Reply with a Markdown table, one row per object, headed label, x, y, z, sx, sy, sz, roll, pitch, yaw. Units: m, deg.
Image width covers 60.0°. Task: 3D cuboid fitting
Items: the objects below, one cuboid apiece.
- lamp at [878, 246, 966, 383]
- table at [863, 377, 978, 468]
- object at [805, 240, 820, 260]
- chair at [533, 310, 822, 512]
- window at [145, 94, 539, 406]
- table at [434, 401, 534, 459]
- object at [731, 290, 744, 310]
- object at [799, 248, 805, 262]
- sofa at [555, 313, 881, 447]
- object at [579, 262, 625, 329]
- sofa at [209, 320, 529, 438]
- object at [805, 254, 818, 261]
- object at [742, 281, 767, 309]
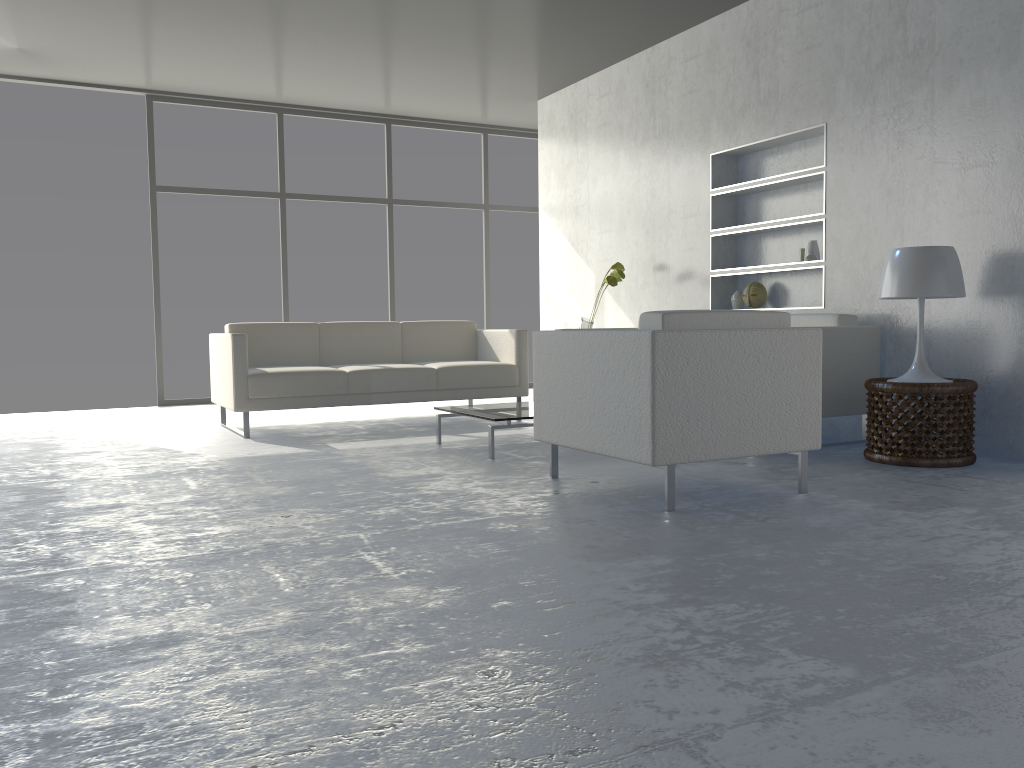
| label | x | y | z | sx | sy | sz | roll | pitch | yaw |
| --- | --- | --- | --- | --- | --- | --- | --- | --- | --- |
| lamp | 1.786 | -0.299 | 3.873 | 0.347 | 0.582 | 0.347 | 2 | 4 | 31 |
| table | 1.792 | 0.161 | 3.902 | 0.452 | 0.358 | 0.452 | 2 | 5 | 37 |
| object | 1.693 | -0.741 | 4.991 | 0.079 | 0.130 | 0.079 | -3 | 4 | -29 |
| chair | 0.593 | 0.055 | 3.367 | 0.748 | 0.662 | 0.821 | -3 | 4 | -27 |
| window | -1.069 | -1.136 | 8.025 | 4.080 | 2.477 | 0.037 | -3 | 4 | -27 |
| table | 0.095 | 0.220 | 4.564 | 0.773 | 0.190 | 0.730 | -3 | 4 | -27 |
| object | 1.417 | -0.521 | 5.556 | 0.086 | 0.128 | 0.086 | -2 | 4 | -17 |
| object | 1.659 | -0.727 | 5.070 | 0.074 | 0.094 | 0.074 | 1 | 4 | 26 |
| sofa | 1.054 | -0.062 | 5.095 | 0.821 | 0.658 | 1.881 | -3 | 4 | -27 |
| object | 0.597 | -0.313 | 6.056 | 0.387 | 1.051 | 0.400 | -1 | 4 | 0 |
| sofa | -0.903 | -0.078 | 5.728 | 1.881 | 0.658 | 0.821 | -3 | 4 | -27 |
| object | 1.664 | -0.696 | 4.928 | 0.064 | 0.050 | 0.064 | -2 | 4 | -22 |
| object | 1.462 | -0.539 | 5.410 | 0.088 | 0.179 | 0.163 | -4 | 5 | -37 |
